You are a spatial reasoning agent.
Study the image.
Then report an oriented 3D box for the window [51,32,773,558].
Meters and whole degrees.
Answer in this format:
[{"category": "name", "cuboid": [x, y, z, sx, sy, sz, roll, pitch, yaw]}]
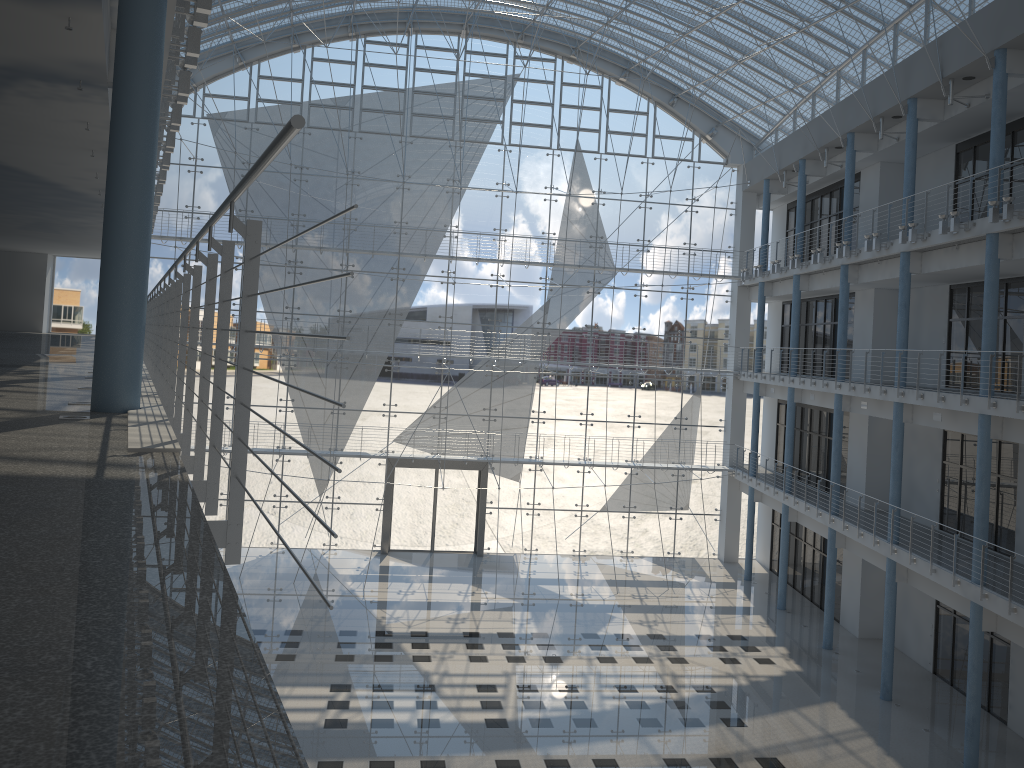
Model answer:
[{"category": "window", "cuboid": [-0.399, -0.498, 4.715, 3.846, 2.778, 0.010, 3, -1, -8]}]
